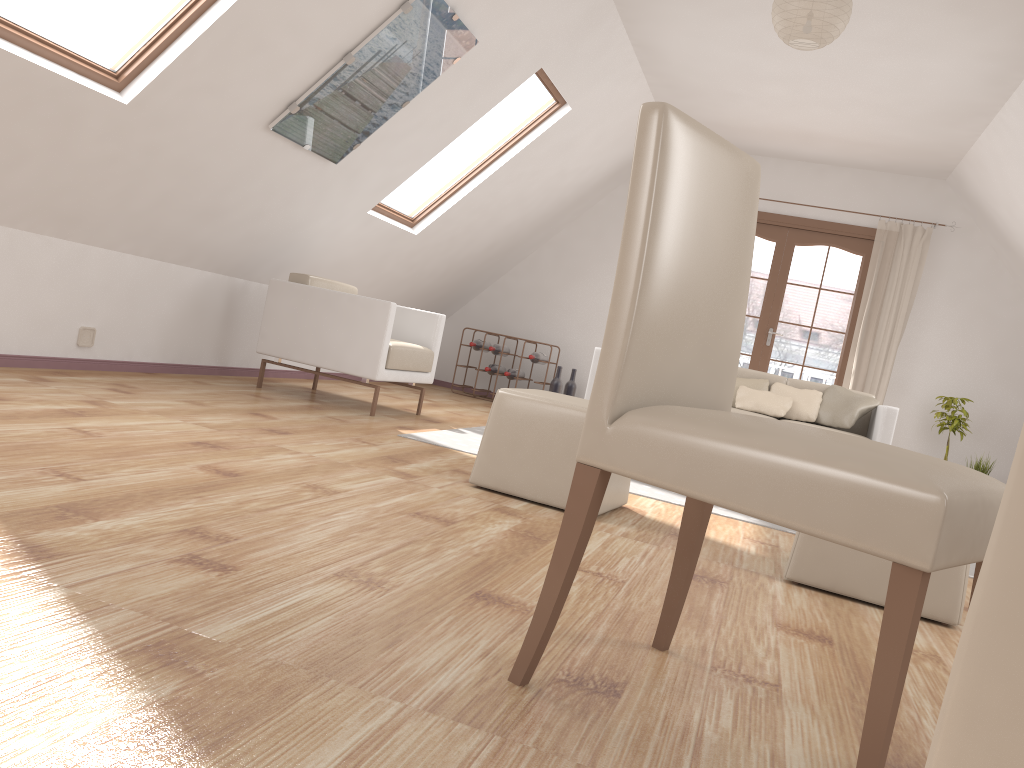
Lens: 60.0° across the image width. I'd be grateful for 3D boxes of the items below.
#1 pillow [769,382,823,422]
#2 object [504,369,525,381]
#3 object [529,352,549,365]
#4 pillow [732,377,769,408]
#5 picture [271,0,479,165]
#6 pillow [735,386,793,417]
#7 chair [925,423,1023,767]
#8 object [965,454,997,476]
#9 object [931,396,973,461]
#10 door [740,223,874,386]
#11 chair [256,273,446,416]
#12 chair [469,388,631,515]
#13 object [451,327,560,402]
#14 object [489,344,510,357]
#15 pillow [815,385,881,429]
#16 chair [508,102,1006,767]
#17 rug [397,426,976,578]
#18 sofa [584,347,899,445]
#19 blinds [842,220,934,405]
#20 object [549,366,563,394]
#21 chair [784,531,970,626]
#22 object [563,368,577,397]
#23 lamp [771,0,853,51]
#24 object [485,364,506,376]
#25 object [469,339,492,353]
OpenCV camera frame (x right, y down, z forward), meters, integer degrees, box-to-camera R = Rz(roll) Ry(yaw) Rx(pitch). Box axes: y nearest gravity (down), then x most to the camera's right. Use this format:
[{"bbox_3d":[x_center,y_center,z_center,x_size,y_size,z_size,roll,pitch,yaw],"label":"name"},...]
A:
[{"bbox_3d":[1.870,0.122,5.902,0.351,0.225,0.196,13,3,22],"label":"pillow"},{"bbox_3d":[0.011,-0.086,7.991,0.109,0.109,0.435,12,3,16],"label":"object"},{"bbox_3d":[0.224,-0.232,7.932,0.109,0.109,0.435,12,3,16],"label":"object"},{"bbox_3d":[1.552,0.051,6.003,0.351,0.235,0.185,13,3,20],"label":"pillow"},{"bbox_3d":[-0.656,-1.488,4.395,0.683,0.738,0.650,12,3,16],"label":"picture"},{"bbox_3d":[1.643,0.122,5.818,0.363,0.170,0.227,13,3,22],"label":"pillow"},{"bbox_3d":[0.539,0.150,0.356,0.618,0.999,0.477,10,3,-29],"label":"chair"},{"bbox_3d":[3.563,0.736,6.784,0.234,0.480,0.209,11,3,-17],"label":"object"},{"bbox_3d":[3.455,0.511,7.080,0.311,0.846,0.307,12,3,9],"label":"object"},{"bbox_3d":[2.210,-0.383,7.762,1.546,2.001,0.098,12,3,16],"label":"door"},{"bbox_3d":[-0.944,-0.237,5.301,0.820,0.706,0.748,13,3,19],"label":"chair"},{"bbox_3d":[0.189,0.241,3.414,0.506,0.394,0.506,13,3,21],"label":"chair"},{"bbox_3d":[-0.056,-0.132,8.056,0.854,0.608,0.417,12,3,16],"label":"object"},{"bbox_3d":[-0.126,-0.310,8.038,0.109,0.109,0.435,12,3,16],"label":"object"},{"bbox_3d":[2.159,0.153,5.769,0.269,0.276,0.424,11,3,-24],"label":"pillow"},{"bbox_3d":[0.459,0.083,1.448,0.618,0.999,0.477,14,3,41],"label":"chair"},{"bbox_3d":[0.985,0.548,4.660,2.800,0.007,1.600,12,3,16],"label":"rug"},{"bbox_3d":[1.476,0.234,5.915,1.880,0.706,0.820,12,3,16],"label":"sofa"},{"bbox_3d":[3.046,-0.291,7.374,0.424,2.129,0.123,12,3,11],"label":"blinds"},{"bbox_3d":[0.385,0.059,7.864,0.115,0.443,0.120,12,3,11],"label":"object"},{"bbox_3d":[1.187,0.473,2.860,0.506,0.394,0.506,13,3,21],"label":"chair"},{"bbox_3d":[0.524,0.079,8.040,0.115,0.443,0.120,12,3,11],"label":"object"},{"bbox_3d":[1.342,-1.744,3.915,0.340,0.497,0.340,10,3,-34],"label":"lamp"},{"bbox_3d":[-0.163,-0.128,8.044,0.109,0.109,0.435,12,3,16],"label":"object"},{"bbox_3d":[-0.299,-0.351,8.085,0.110,0.110,0.439,12,3,16],"label":"object"}]
